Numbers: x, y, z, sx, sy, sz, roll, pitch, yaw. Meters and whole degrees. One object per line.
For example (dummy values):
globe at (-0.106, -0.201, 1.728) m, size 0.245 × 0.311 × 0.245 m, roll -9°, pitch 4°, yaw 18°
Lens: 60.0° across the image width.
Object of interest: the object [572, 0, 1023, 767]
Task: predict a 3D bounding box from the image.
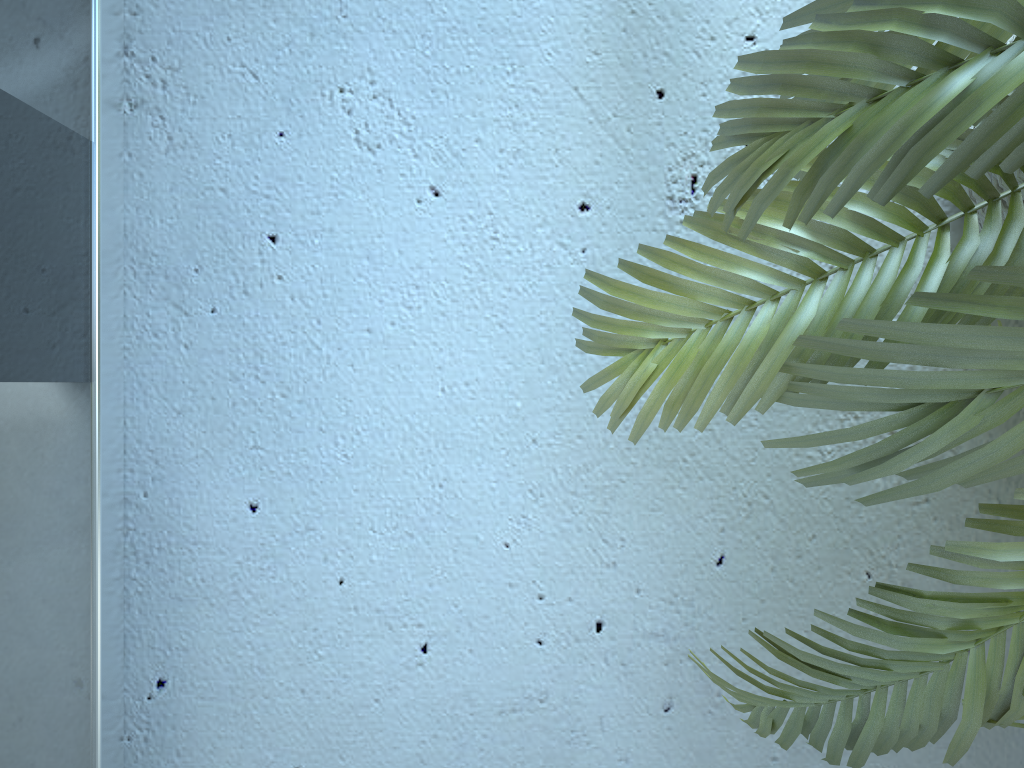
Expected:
object at (0.566, -0.216, 0.528) m, size 1.112 × 0.893 × 1.132 m, roll -23°, pitch 90°, yaw 0°
